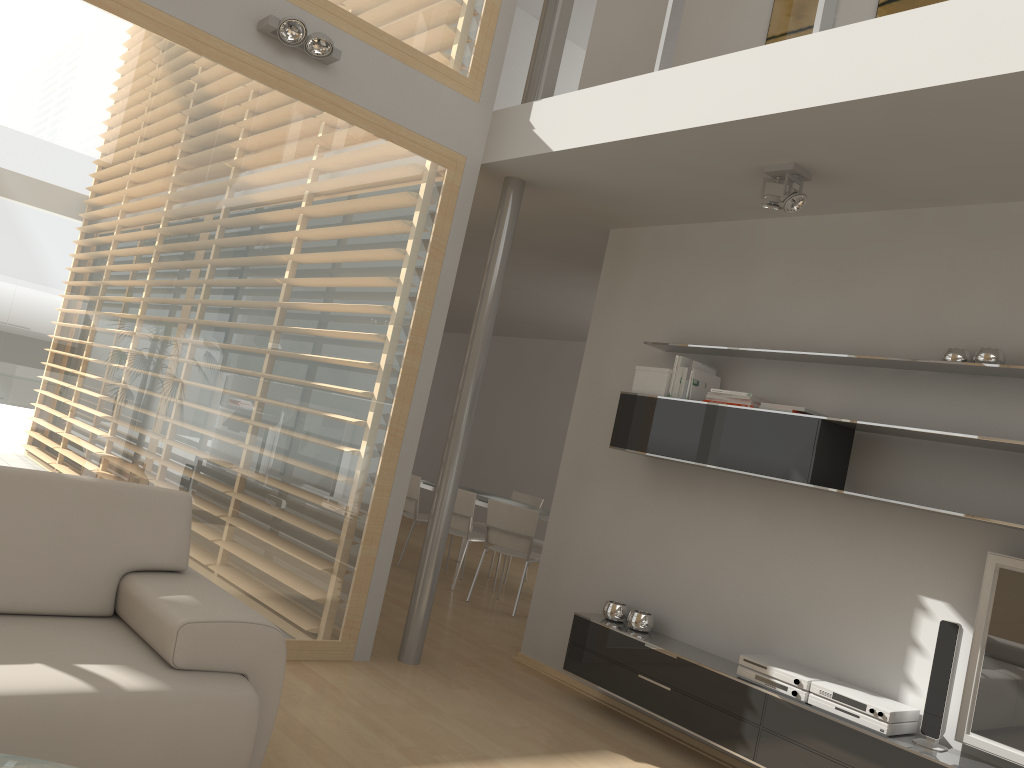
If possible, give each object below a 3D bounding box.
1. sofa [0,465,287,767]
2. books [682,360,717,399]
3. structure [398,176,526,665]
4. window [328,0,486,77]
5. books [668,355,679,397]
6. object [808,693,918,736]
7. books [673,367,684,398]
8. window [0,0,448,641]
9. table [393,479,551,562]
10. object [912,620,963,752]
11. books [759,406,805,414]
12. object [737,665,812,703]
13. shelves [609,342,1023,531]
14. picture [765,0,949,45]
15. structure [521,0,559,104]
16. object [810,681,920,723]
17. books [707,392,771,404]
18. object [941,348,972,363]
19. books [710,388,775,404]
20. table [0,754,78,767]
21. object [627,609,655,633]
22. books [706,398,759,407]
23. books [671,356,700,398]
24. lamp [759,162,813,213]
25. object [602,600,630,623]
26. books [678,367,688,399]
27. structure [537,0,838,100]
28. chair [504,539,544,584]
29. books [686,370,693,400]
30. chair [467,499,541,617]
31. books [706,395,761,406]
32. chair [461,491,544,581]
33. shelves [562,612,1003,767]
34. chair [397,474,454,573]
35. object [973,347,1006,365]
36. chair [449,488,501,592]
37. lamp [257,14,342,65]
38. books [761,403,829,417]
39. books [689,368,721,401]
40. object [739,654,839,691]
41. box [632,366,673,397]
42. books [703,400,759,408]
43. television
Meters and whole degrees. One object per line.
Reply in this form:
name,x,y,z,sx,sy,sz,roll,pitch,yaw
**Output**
sofa,-1.733,0.632,2.391,2.093,0.846,1.168,16,-5,-40
books,0.970,0.001,4.587,0.207,0.210,0.021,16,-5,-40
structure,-0.269,0.177,4.864,0.121,2.700,0.122,9,-5,38
window,-0.939,-2.956,3.975,2.525,2.200,0.020,16,-5,-40
books,0.918,-0.014,4.662,0.230,0.227,0.017,16,-5,-40
object,1.429,1.347,3.627,0.250,0.049,0.349,16,-5,-40
books,0.936,0.017,4.628,0.230,0.169,0.027,16,-5,-40
window,-1.546,-0.178,3.779,2.525,2.500,0.020,16,-5,-40
table,-0.099,1.426,7.887,0.900,0.746,2.199,16,-5,-40
object,1.670,1.165,3.451,0.116,0.483,0.111,16,-5,-43
books,1.311,0.144,4.139,0.254,0.015,0.190,15,-5,-33
object,1.198,1.315,3.895,0.262,0.049,0.349,16,-5,-40
shelves,2.013,0.402,3.243,0.300,0.914,4.236,16,-5,-40
picture,2.063,-2.367,4.308,0.010,1.800,1.684,16,-5,-40
structure,0.337,-2.601,5.060,0.121,2.400,0.122,9,-5,38
object,1.435,1.298,3.627,0.262,0.049,0.349,16,-5,-40
books,1.120,0.077,4.354,0.190,0.015,0.254,15,-5,-38
object,1.861,-0.108,3.709,0.115,0.081,0.115,10,-5,31
books,1.135,0.064,4.361,0.227,0.017,0.230,8,-6,45
table,-1.000,0.961,1.307,1.198,0.370,1.198,14,-4,-22
object,0.667,1.227,4.585,0.143,0.091,0.143,13,-4,-8
books,1.118,0.105,4.354,0.190,0.011,0.268,15,-5,-38
books,0.934,-0.011,4.653,0.230,0.227,0.017,16,-5,-40
lamp,1.205,-0.853,3.918,0.150,0.195,0.214,16,-5,-40
object,0.554,1.212,4.721,0.143,0.091,0.143,13,-4,-8
books,0.960,0.021,4.612,0.230,0.169,0.027,16,-5,-40
structure,1.778,-1.674,2.837,0.080,0.900,5.400,16,-5,-40
chair,0.329,1.509,8.168,0.501,0.807,0.455,16,-5,-40
books,0.976,0.029,4.574,0.207,0.156,0.009,16,-5,-40
chair,0.031,1.361,6.997,0.455,0.807,0.501,10,-5,30
books,1.114,0.091,4.361,0.190,0.015,0.254,16,-5,-44
chair,-0.087,1.452,8.654,0.501,0.807,0.455,16,-5,-40
shelves,1.758,1.571,3.161,0.300,0.312,4.236,16,-5,-40
chair,-0.824,1.254,8.126,0.501,0.807,0.455,15,-5,-30
object,1.923,-0.105,3.570,0.115,0.081,0.115,10,-5,31
chair,-0.388,1.310,7.564,0.455,0.807,0.501,8,-6,45
lamp,-0.941,-1.550,3.994,0.360,0.110,0.183,16,-5,-40
books,1.319,0.128,4.127,0.227,0.017,0.230,16,-5,-40
books,0.996,0.027,4.572,0.230,0.169,0.023,16,-5,-40
object,1.208,1.268,3.898,0.262,0.049,0.349,16,-5,-40
box,0.809,0.008,4.737,0.232,0.149,0.232,16,-5,-40
books,1.118,0.117,4.349,0.210,0.013,0.297,16,-5,-40
television,2.193,1.068,2.981,0.096,0.735,1.224,16,-5,-40
